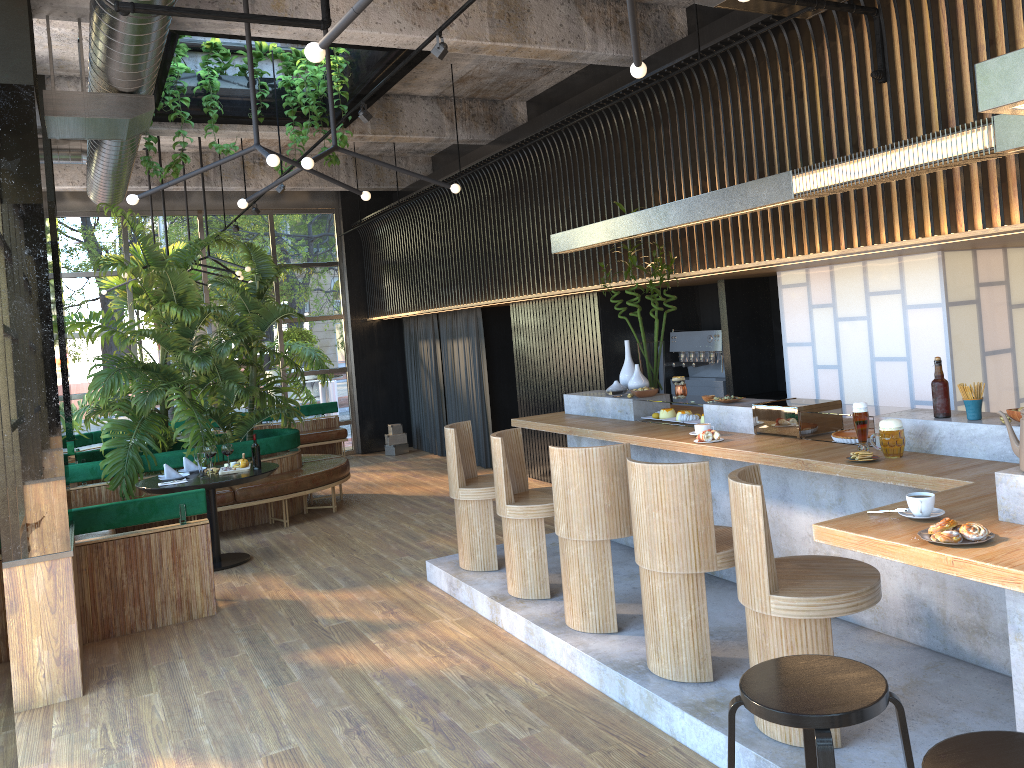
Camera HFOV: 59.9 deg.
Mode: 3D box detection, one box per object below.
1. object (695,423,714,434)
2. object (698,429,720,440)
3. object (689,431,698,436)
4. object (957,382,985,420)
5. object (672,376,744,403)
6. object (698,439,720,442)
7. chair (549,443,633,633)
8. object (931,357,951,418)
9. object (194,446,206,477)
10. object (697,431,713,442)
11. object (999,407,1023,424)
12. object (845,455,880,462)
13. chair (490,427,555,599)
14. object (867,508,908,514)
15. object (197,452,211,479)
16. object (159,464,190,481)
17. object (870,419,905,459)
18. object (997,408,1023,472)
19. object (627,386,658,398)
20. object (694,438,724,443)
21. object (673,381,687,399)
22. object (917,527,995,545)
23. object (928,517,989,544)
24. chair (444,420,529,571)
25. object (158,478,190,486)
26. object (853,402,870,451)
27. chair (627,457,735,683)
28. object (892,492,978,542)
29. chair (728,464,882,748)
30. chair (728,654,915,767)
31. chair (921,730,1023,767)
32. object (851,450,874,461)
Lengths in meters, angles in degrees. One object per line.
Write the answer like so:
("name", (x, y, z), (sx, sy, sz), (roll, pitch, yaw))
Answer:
("object", (1.123, 0.258, 5.135), (0.106, 0.064, 0.139), (-2, 4, 42))
("object", (1.098, 0.281, 4.919), (0.125, 0.060, 0.073), (-3, 3, 31))
("object", (1.105, 0.289, 5.126), (0.168, 0.020, 0.153), (-7, 4, -30))
("object", (2.009, 0.075, 3.872), (0.107, 0.161, 0.104), (-5, 1, 7))
("object", (1.185, 0.037, 5.660), (0.218, 0.134, 0.776), (-6, 4, -19))
("object", (1.089, 0.310, 4.905), (0.120, 0.005, 0.123), (-4, 4, 12))
("chair", (0.509, 0.787, 4.840), (0.552, 0.968, 0.543), (-5, 1, -4))
("object", (1.938, 0.014, 4.020), (0.074, 0.276, 0.076), (-5, 0, 9))
("object", (-2.563, 0.638, 7.311), (0.097, 0.244, 0.088), (-5, 0, -44))
("object", (1.056, 0.287, 4.880), (0.063, 0.059, 0.071), (-6, 3, -36))
("object", (2.128, 0.123, 3.656), (0.197, 0.073, 0.222), (-5, 3, -7))
("object", (1.559, 0.333, 3.944), (0.143, 0.013, 0.157), (-2, 5, 34))
("chair", (0.180, 0.771, 5.481), (0.521, 0.968, 0.574), (-4, 1, 38))
("object", (1.239, 0.420, 2.932), (0.129, 0.027, 0.030), (-2, 3, 40))
("object", (-2.484, 0.659, 7.169), (0.104, 0.209, 0.107), (-5, 1, 8))
("object", (-2.779, 0.715, 7.300), (0.245, 0.139, 0.221), (-7, 4, -43))
("object", (1.689, 0.241, 3.970), (0.116, 0.171, 0.131), (-5, 1, -33))
("object", (1.597, 0.152, 2.711), (0.206, 0.234, 0.123), (-4, 1, 30))
("object", (0.904, 0.056, 6.189), (0.197, 0.073, 0.222), (-5, 3, -7))
("object", (1.088, 0.312, 4.909), (0.172, 0.005, 0.163), (-6, 4, -15))
("object", (1.112, 0.041, 5.899), (0.087, 0.106, 0.158), (-4, 3, 20))
("object", (1.298, 0.445, 2.598), (0.203, 0.013, 0.209), (-4, 4, 9))
("object", (1.303, 0.426, 2.594), (0.159, 0.052, 0.158), (-4, 4, 17))
("chair", (-0.157, 0.753, 6.182), (0.564, 0.968, 0.531), (-5, 1, -17))
("object", (-2.677, 0.777, 7.072), (0.266, 0.019, 0.151), (-7, 4, -27))
("object", (1.650, 0.199, 4.190), (0.074, 0.232, 0.075), (-5, 0, 6))
("chair", (0.847, 0.806, 4.134), (0.528, 0.968, 0.567), (-5, 1, 23))
("object", (1.278, 0.408, 2.736), (0.180, 0.073, 0.422), (-4, 4, 10))
("chair", (1.157, 0.825, 3.461), (0.531, 0.968, 0.565), (-5, 1, 20))
("chair", (0.881, 1.194, 2.520), (0.539, 0.695, 0.491), (-6, 1, -31))
("chair", (1.152, 1.208, 1.960), (0.540, 0.695, 0.490), (-6, 1, -36))
("object", (1.559, 0.318, 3.947), (0.096, 0.041, 0.143), (-4, 4, 8))
